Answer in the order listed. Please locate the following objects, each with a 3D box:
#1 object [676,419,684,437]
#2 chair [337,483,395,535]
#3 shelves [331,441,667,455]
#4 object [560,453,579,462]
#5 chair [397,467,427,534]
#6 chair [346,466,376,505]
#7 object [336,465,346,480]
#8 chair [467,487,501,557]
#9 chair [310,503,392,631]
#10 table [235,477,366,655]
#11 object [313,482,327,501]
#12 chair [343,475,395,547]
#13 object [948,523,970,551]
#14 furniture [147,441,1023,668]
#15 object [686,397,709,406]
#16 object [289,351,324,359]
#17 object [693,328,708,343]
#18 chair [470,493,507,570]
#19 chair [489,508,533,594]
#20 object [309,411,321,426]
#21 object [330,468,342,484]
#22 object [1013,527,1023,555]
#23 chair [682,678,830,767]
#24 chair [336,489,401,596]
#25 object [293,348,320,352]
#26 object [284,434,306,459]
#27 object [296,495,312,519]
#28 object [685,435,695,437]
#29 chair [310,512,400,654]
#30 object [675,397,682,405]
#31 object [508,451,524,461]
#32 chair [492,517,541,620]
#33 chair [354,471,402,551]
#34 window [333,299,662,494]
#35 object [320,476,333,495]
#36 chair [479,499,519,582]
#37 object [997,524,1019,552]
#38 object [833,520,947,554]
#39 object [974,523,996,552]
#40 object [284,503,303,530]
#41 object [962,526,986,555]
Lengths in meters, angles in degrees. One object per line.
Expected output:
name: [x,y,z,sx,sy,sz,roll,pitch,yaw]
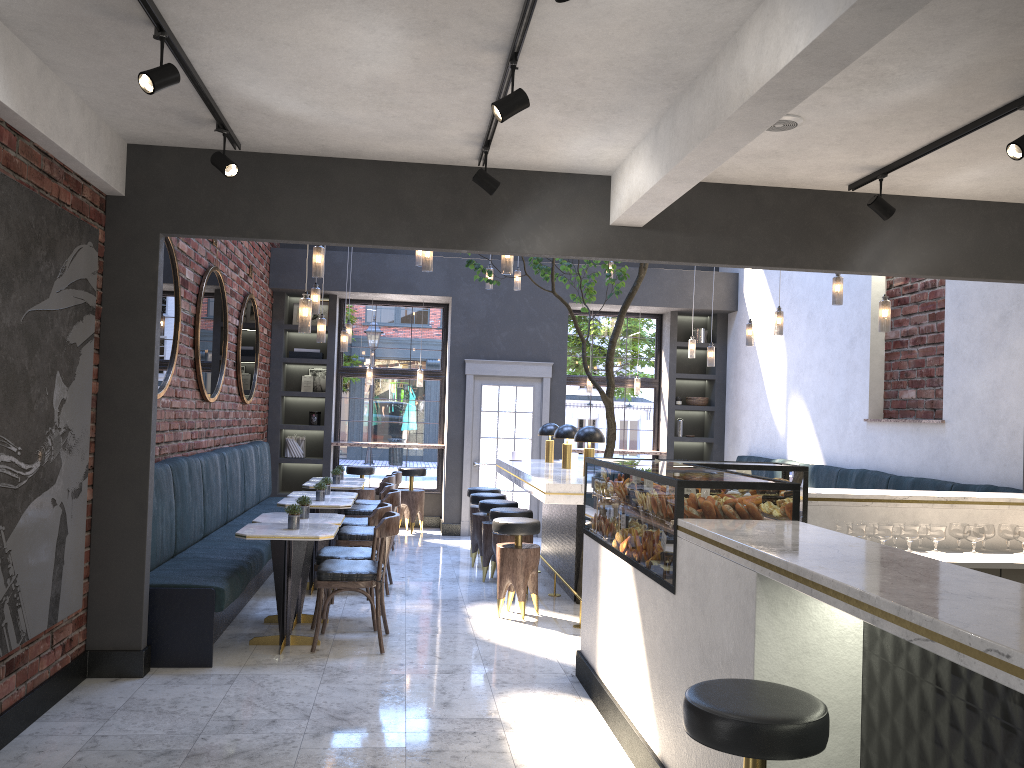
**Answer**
object: [2.272,0.594,12.001,0.098,0.248,0.098,1,-2,33]
chair: [-1.367,1.352,8.221,0.521,0.851,0.538,2,-2,-13]
shelves: [-0.143,0.855,11.759,4.403,0.043,0.384,2,-2,-7]
object: [0.638,0.799,9.649,0.176,0.097,0.301,2,-2,-16]
chair: [-1.292,1.482,11.335,0.372,0.821,0.370,3,-2,-44]
chair: [-1.936,1.458,11.280,0.370,0.821,0.372,3,-2,-44]
object: [-1.919,0.988,9.913,0.118,0.165,0.122,3,-2,-29]
chair: [-0.311,1.495,9.591,0.372,0.737,0.371,1,-2,36]
chair: [-1.145,1.296,6.402,0.521,0.851,0.538,2,-2,-5]
table: [0.273,1.454,8.081,4.599,0.751,4.831,2,-2,-7]
object: [-1.636,0.915,7.570,0.118,0.165,0.122,3,-2,-29]
chair: [-1.508,1.388,9.361,0.521,0.851,0.538,2,-2,-5]
object: [2.534,0.866,5.025,0.114,0.147,0.114,2,-2,-2]
furniture: [0.276,1.256,8.130,6.021,1.151,5.342,2,-2,-7]
object: [2.527,0.240,12.109,0.305,0.123,0.305,1,-2,14]
object: [-2.655,-0.365,11.463,0.412,0.084,0.286,2,-2,-7]
object: [2.576,-0.653,12.149,0.214,0.215,0.213,2,-2,3]
chair: [-0.246,1.473,8.884,0.370,0.737,0.372,2,-2,-16]
chair: [-0.016,1.432,7.510,0.372,0.737,0.371,1,-2,20]
object: [-2.545,0.444,11.451,0.152,0.181,0.152,1,-2,31]
object: [-1.849,0.970,9.336,0.118,0.165,0.122,3,-2,-29]
object: [2.850,0.873,4.931,0.114,0.147,0.114,2,-2,-2]
chair: [0.622,1.229,2.312,0.372,0.821,0.370,3,-2,-44]
chair: [-1.229,1.335,7.602,0.521,0.851,0.538,2,-2,-5]
object: [-2.659,-0.426,11.475,0.327,0.039,0.227,3,-2,-17]
object: [-2.790,0.789,11.428,0.250,0.323,0.241,2,-2,-7]
object: [-1.488,0.877,6.339,0.118,0.165,0.122,3,-2,-29]
object: [2.406,0.709,11.988,0.130,0.026,0.130,3,-2,-24]
chair: [-1.016,1.280,5.835,0.521,0.851,0.538,2,-2,-5]
object: [2.256,0.231,12.053,0.116,0.119,0.117,3,-2,-30]
object: [0.042,0.774,9.545,0.176,0.098,0.204,2,-2,-2]
chair: [0.025,1.409,6.806,0.372,0.737,0.371,1,-2,36]
chair: [-1.510,1.408,9.944,0.521,0.851,0.497,2,-2,-8]
window: [0.622,-1.367,5.947,6.405,5.363,12.712,2,-2,-7]
object: [-1.706,0.933,8.147,0.118,0.165,0.122,3,-2,-29]
chair: [-0.133,1.452,8.200,0.372,0.737,0.371,1,-2,36]
object: [2.834,0.877,5.061,0.114,0.147,0.114,2,-2,-2]
object: [2.099,0.848,4.936,0.575,0.147,0.256,2,-2,-7]
object: [2.684,0.872,5.043,0.114,0.147,0.114,2,-2,-2]
object: [-1.418,0.859,5.762,0.118,0.165,0.122,3,-2,-29]
object: [2.550,0.862,4.895,0.114,0.147,0.114,2,-2,-2]
